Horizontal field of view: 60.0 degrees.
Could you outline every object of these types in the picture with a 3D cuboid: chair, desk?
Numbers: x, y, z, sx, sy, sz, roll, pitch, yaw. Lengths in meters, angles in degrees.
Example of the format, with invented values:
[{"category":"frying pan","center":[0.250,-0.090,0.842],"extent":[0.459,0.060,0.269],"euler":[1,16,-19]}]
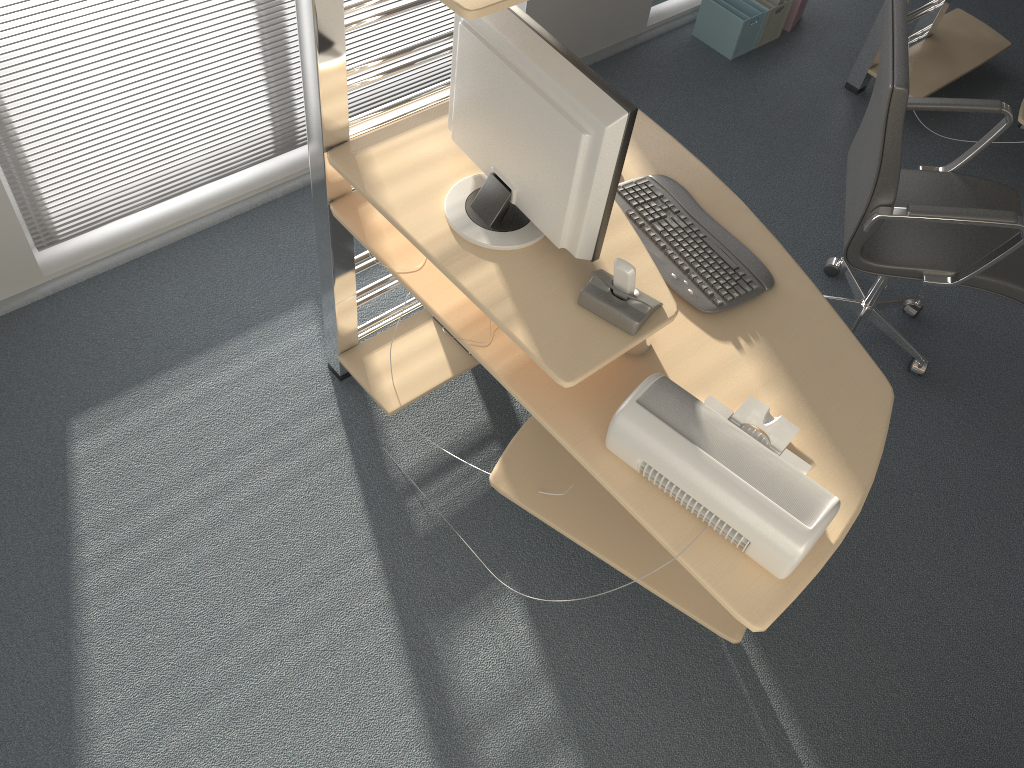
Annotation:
[{"category":"chair","center":[1.257,-0.522,2.736],"extent":[0.652,1.048,0.584],"euler":[16,52,4]},{"category":"desk","center":[2.444,-1.583,3.382],"extent":[0.967,1.566,1.469],"euler":[-32,63,-27]},{"category":"desk","center":[0.341,-0.272,2.092],"extent":[0.967,1.566,1.469],"euler":[-32,63,-27]}]

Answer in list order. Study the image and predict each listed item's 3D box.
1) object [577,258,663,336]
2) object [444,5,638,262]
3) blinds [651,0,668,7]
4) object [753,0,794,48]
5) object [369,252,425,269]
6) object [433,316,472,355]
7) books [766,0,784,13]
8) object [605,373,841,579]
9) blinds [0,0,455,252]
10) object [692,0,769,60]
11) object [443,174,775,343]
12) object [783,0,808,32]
[{"category":"object","center":[0.232,-0.212,1.798],"extent":[0.150,0.151,0.119],"euler":[32,55,16]},{"category":"object","center":[-0.011,-0.520,1.830],"extent":[0.245,0.418,0.516],"euler":[-18,57,-20]},{"category":"blinds","center":[1.480,-3.031,3.476],"extent":[1.950,2.770,0.022],"euler":[-32,63,-27]},{"category":"object","center":[1.154,-1.764,4.214],"extent":[0.185,0.202,0.245],"euler":[-32,63,-27]},{"category":"object","center":[-0.044,-0.454,2.251],"extent":[0.742,0.088,0.168],"euler":[-30,62,-26]},{"category":"object","center":[0.010,-0.387,2.681],"extent":[0.471,0.422,0.199],"euler":[-32,63,-27]},{"category":"books","center":[1.173,-1.813,4.165],"extent":[0.068,0.306,0.220],"euler":[-32,63,-27]},{"category":"object","center":[0.461,0.119,1.771],"extent":[0.438,0.162,0.351],"euler":[37,57,19]},{"category":"blinds","center":[-0.627,-1.715,2.182],"extent":[1.950,2.749,0.037],"euler":[-32,63,-27]},{"category":"object","center":[1.014,-1.677,4.129],"extent":[0.185,0.202,0.245],"euler":[-32,63,-27]},{"category":"object","center":[0.200,-0.246,2.130],"extent":[0.814,0.082,0.478],"euler":[-24,60,-24]},{"category":"object","center":[1.306,-1.887,4.329],"extent":[0.245,0.202,0.185],"euler":[29,55,14]}]
